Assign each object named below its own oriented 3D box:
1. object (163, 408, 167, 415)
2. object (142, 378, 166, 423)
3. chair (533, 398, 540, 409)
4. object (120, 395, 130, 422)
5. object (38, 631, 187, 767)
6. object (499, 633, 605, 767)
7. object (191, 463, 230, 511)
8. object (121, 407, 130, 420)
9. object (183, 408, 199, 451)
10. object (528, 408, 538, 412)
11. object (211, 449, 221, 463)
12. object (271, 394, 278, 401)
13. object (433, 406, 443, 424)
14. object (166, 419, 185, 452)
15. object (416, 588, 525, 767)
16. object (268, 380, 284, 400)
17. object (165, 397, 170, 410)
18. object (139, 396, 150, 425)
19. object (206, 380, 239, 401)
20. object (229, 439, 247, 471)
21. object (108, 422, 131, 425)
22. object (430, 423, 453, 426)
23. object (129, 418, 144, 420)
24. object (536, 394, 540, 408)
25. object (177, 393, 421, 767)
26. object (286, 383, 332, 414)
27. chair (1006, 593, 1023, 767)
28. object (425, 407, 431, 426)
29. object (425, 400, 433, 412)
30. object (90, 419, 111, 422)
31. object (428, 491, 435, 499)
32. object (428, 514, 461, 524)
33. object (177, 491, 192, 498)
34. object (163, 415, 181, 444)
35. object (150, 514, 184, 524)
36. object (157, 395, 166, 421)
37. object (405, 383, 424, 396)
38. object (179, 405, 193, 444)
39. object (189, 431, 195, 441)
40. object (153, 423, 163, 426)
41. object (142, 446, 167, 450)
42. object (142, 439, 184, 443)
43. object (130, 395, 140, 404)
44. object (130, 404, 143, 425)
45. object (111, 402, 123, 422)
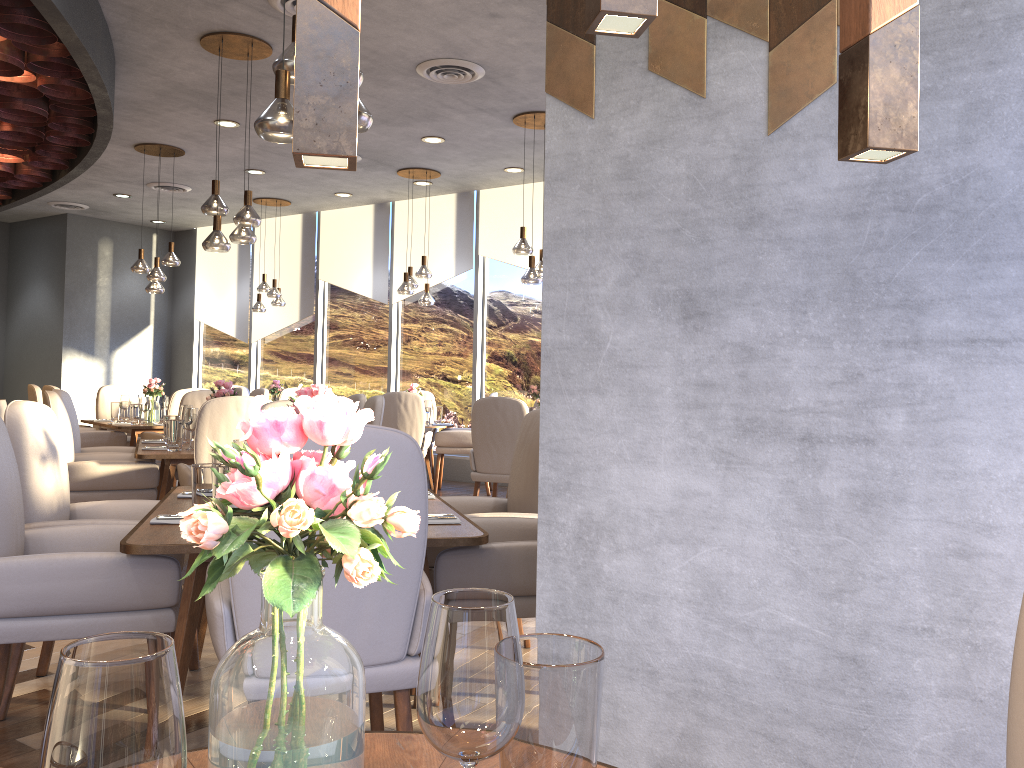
[{"bbox_3d":[-3.354,0.262,8.659,0.102,0.178,0.102,2,-2,-33],"label":"object"},{"bbox_3d":[-3.304,0.149,8.166,0.210,0.416,0.198,3,-2,-43],"label":"object"},{"bbox_3d":[0.316,0.595,7.529,0.528,1.001,0.599,1,-1,15],"label":"chair"},{"bbox_3d":[-3.595,0.225,8.225,0.092,0.245,0.092,1,-2,4],"label":"object"},{"bbox_3d":[-0.268,0.298,0.594,0.092,0.245,0.092,0,-2,25],"label":"object"},{"bbox_3d":[0.034,0.337,0.830,0.102,0.178,0.102,1,-1,-7],"label":"object"},{"bbox_3d":[-0.846,0.316,2.480,0.102,0.178,0.102,1,-1,14],"label":"object"},{"bbox_3d":[-3.690,0.256,8.454,0.102,0.178,0.102,0,-2,29],"label":"object"},{"bbox_3d":[-1.859,0.261,5.136,0.092,0.245,0.092,1,-2,21],"label":"object"},{"bbox_3d":[0.161,0.305,6.837,0.092,0.245,0.092,1,-2,-1],"label":"object"},{"bbox_3d":[-0.979,0.313,3.038,0.102,0.178,0.102,1,-2,24],"label":"object"},{"bbox_3d":[-2.787,0.244,10.405,0.092,0.245,0.092,0,-2,26],"label":"object"},{"bbox_3d":[-0.755,0.319,9.009,0.102,0.178,0.102,0,-2,29],"label":"object"},{"bbox_3d":[-1.917,0.293,5.042,0.102,0.178,0.102,0,-2,35],"label":"object"},{"bbox_3d":[-0.036,0.303,0.748,0.092,0.245,0.092,2,-2,-33],"label":"object"},{"bbox_3d":[-2.813,0.158,10.565,0.198,0.416,0.210,2,-2,-33],"label":"object"},{"bbox_3d":[-3.053,0.236,7.918,0.092,0.245,0.092,2,-2,-39],"label":"object"},{"bbox_3d":[-3.228,0.232,7.784,0.092,0.245,0.092,2,-2,-36],"label":"object"},{"bbox_3d":[-1.802,0.180,5.542,0.210,0.416,0.197,1,-2,-8],"label":"object"},{"bbox_3d":[-0.773,0.284,2.563,0.092,0.245,0.092,0,-2,30],"label":"object"},{"bbox_3d":[-3.396,0.342,7.769,0.255,0.019,0.157,1,0,-38],"label":"object"},{"bbox_3d":[-0.715,0.400,8.846,0.255,0.019,0.157,1,0,3],"label":"object"},{"bbox_3d":[-3.595,0.337,8.586,0.157,0.019,0.255,1,0,-37],"label":"object"},{"bbox_3d":[0.287,0.223,6.937,0.210,0.416,0.197,1,-2,7],"label":"object"},{"bbox_3d":[-0.195,0.215,0.786,0.210,0.416,0.197,1,-2,12],"label":"object"},{"bbox_3d":[-0.669,0.204,2.927,0.210,0.416,0.197,1,-2,12],"label":"object"},{"bbox_3d":[0.450,0.599,0.808,0.599,1.001,0.528,1,-1,-13],"label":"chair"},{"bbox_3d":[-0.837,0.317,8.625,0.102,0.178,0.102,0,-2,39],"label":"object"},{"bbox_3d":[-0.845,0.284,8.949,0.092,0.245,0.092,1,-2,0],"label":"object"},{"bbox_3d":[-3.763,0.334,8.210,0.255,0.019,0.157,1,0,-38],"label":"object"},{"bbox_3d":[-0.413,0.404,3.256,0.255,0.019,0.157,1,0,-13],"label":"object"},{"bbox_3d":[-0.287,0.407,2.697,0.255,0.019,0.157,1,0,-13],"label":"object"},{"bbox_3d":[-1.061,0.391,3.180,0.255,0.019,0.157,1,0,-12],"label":"object"},{"bbox_3d":[-2.140,0.288,5.571,0.102,0.178,0.102,1,-1,-5],"label":"object"},{"bbox_3d":[-0.929,0.394,2.622,0.255,0.019,0.157,1,0,-12],"label":"object"},{"bbox_3d":[-3.379,0.229,8.554,0.092,0.245,0.092,0,-2,25],"label":"object"},{"bbox_3d":[-0.987,0.196,8.870,0.198,0.416,0.210,0,-2,32],"label":"object"},{"bbox_3d":[-2.081,0.257,5.665,0.092,0.245,0.092,0,-2,26],"label":"object"},{"bbox_3d":[-2.104,0.289,5.911,0.102,0.178,0.102,2,-1,-14],"label":"object"},{"bbox_3d":[-3.034,0.349,7.750,0.157,0.019,0.255,1,0,-42],"label":"object"},{"bbox_3d":[-2.023,0.370,5.170,0.255,0.019,0.157,1,0,-21],"label":"object"},{"bbox_3d":[-2.245,0.366,5.699,0.255,0.019,0.157,1,0,-21],"label":"object"},{"bbox_3d":[-3.584,0.225,8.424,0.092,0.245,0.092,2,-2,-34],"label":"object"},{"bbox_3d":[-3.257,0.265,7.677,0.102,0.178,0.102,1,-1,8],"label":"object"},{"bbox_3d":[-3.624,0.257,8.118,0.102,0.178,0.102,2,-1,-22],"label":"object"}]
